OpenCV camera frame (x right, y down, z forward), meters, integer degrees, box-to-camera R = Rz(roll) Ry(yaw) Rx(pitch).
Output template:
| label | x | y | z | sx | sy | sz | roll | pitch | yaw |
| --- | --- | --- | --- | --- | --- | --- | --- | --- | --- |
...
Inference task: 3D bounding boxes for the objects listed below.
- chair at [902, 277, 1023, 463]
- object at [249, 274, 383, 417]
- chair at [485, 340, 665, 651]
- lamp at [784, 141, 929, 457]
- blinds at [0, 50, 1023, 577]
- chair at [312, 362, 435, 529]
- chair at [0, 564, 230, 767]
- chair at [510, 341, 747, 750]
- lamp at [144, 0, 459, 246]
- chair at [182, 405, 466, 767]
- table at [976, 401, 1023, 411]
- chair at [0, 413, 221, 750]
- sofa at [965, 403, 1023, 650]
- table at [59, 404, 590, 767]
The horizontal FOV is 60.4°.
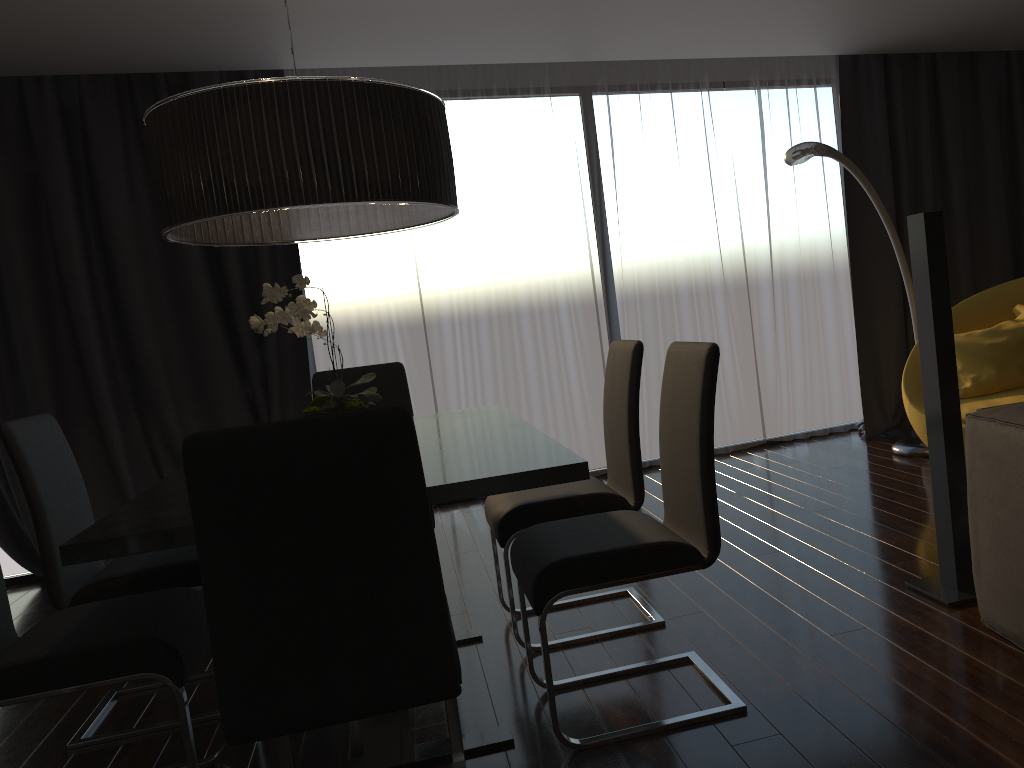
| label | x | y | z | sx | sy | sz | roll | pitch | yaw |
| --- | --- | --- | --- | --- | --- | --- | --- | --- | --- |
| chair | 2.724 | -0.056 | 4.339 | 1.198 | 1.006 | 1.435 | -11 | 6 | -44 |
| object | -0.542 | -0.041 | 2.443 | 0.319 | 0.501 | 0.559 | -8 | 4 | -13 |
| chair | 0.199 | 0.358 | 3.082 | 0.585 | 0.965 | 0.418 | -8 | 4 | -11 |
| lamp | 3.166 | -0.597 | 5.644 | 4.453 | 1.779 | 0.552 | -10 | 5 | -32 |
| blinds | 0.562 | -0.825 | 5.435 | 7.762 | 2.894 | 0.721 | -8 | 5 | -20 |
| chair | -0.541 | 0.420 | 3.424 | 0.437 | 0.965 | 0.559 | -8 | 4 | -10 |
| chair | -1.051 | 0.581 | 2.085 | 0.585 | 0.965 | 0.418 | -8 | 4 | -11 |
| chair | 0.294 | 0.397 | 2.403 | 0.585 | 0.965 | 0.418 | -8 | 4 | -11 |
| lamp | -0.621 | -0.992 | 2.462 | 0.787 | 1.103 | 0.821 | -6 | 4 | 14 |
| chair | -0.334 | 0.519 | 1.770 | 0.437 | 0.965 | 0.559 | -8 | 4 | -10 |
| table | 2.047 | 0.342 | 3.069 | 0.615 | 0.563 | 0.440 | -8 | 4 | -11 |
| chair | -1.146 | 0.541 | 2.764 | 0.585 | 0.965 | 0.418 | -8 | 4 | -11 |
| sofa | 2.638 | 0.314 | 1.512 | 2.747 | 0.704 | 2.475 | -7 | 4 | -1 |
| table | -0.408 | 0.570 | 2.599 | 1.063 | 0.760 | 1.568 | -8 | 4 | -9 |
